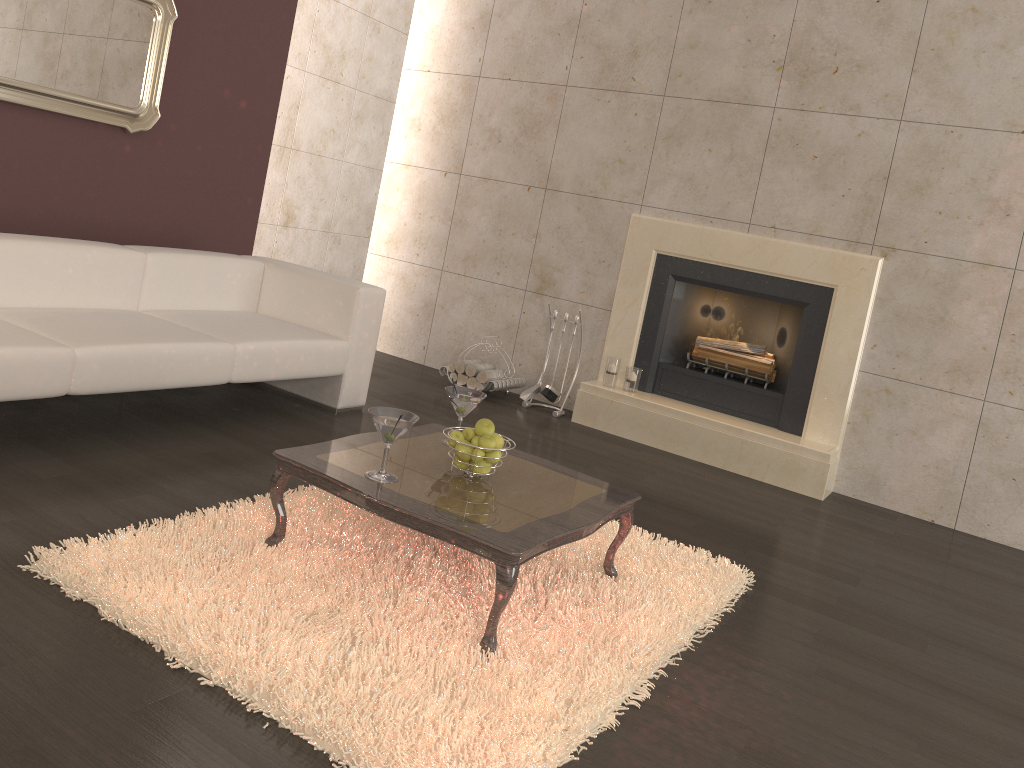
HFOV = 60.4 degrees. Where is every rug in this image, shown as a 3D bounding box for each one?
[{"bbox_3d":[-0.193,0.579,2.780,1.528,0.067,1.998,17,11,28],"label":"rug"}]

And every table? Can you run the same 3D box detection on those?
[{"bbox_3d":[-0.170,0.432,2.792,0.915,0.300,0.914,16,11,27],"label":"table"}]

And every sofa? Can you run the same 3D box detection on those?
[{"bbox_3d":[-1.772,-0.236,3.728,0.955,0.644,2.783,16,11,28],"label":"sofa"}]

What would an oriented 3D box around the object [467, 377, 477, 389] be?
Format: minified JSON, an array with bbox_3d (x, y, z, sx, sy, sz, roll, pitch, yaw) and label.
[{"bbox_3d":[-0.193,-0.013,5.714,0.080,0.076,0.252,15,10,28],"label":"object"}]

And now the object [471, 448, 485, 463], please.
[{"bbox_3d":[-0.105,0.220,2.703,0.044,0.045,0.045,14,7,20],"label":"object"}]

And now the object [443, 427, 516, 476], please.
[{"bbox_3d":[-0.113,0.227,2.771,0.232,0.118,0.238,9,9,-16],"label":"object"}]

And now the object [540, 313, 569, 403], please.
[{"bbox_3d":[0.289,-0.167,5.593,0.135,0.583,0.071,8,5,-37],"label":"object"}]

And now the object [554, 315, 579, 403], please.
[{"bbox_3d":[0.345,-0.156,5.530,0.027,0.560,0.106,13,4,21],"label":"object"}]

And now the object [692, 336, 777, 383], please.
[{"bbox_3d":[1.367,-0.172,5.398,0.520,0.210,0.220,16,9,29],"label":"object"}]

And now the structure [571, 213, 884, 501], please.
[{"bbox_3d":[1.286,-0.242,5.285,1.544,1.329,0.587,15,6,29],"label":"structure"}]

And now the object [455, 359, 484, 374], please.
[{"bbox_3d":[-0.275,-0.117,5.764,0.082,0.081,0.252,15,10,28],"label":"object"}]

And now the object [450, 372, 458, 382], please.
[{"bbox_3d":[-0.316,-0.054,5.784,0.057,0.057,0.252,15,10,28],"label":"object"}]

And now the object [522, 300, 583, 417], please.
[{"bbox_3d":[0.290,-0.167,5.600,0.266,0.692,0.216,14,5,29],"label":"object"}]

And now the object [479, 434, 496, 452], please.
[{"bbox_3d":[-0.075,0.182,2.703,0.054,0.051,0.053,15,8,29],"label":"object"}]

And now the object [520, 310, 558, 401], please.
[{"bbox_3d":[0.184,-0.185,5.618,0.124,0.598,0.117,10,4,-21],"label":"object"}]

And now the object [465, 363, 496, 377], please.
[{"bbox_3d":[-0.202,-0.091,5.723,0.080,0.076,0.252,15,10,28],"label":"object"}]

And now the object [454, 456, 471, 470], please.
[{"bbox_3d":[-0.155,0.244,2.772,0.055,0.054,0.054,17,9,40],"label":"object"}]

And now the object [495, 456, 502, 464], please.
[{"bbox_3d":[-0.059,0.230,2.798,0.052,0.047,0.051,14,8,23],"label":"object"}]

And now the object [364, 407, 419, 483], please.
[{"bbox_3d":[-0.361,0.168,2.576,0.153,0.215,0.151,14,6,21],"label":"object"}]

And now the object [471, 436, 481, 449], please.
[{"bbox_3d":[-0.105,0.184,2.738,0.045,0.043,0.046,11,7,0],"label":"object"}]

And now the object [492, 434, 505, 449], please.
[{"bbox_3d":[-0.052,0.188,2.774,0.057,0.061,0.063,11,7,-2],"label":"object"}]

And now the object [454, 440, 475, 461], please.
[{"bbox_3d":[-0.145,0.206,2.725,0.065,0.065,0.067,11,7,-4],"label":"object"}]

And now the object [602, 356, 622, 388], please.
[{"bbox_3d":[0.616,-0.074,5.450,0.098,0.182,0.100,10,5,-18],"label":"object"}]

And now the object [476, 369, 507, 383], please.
[{"bbox_3d":[-0.125,-0.052,5.684,0.081,0.078,0.262,15,10,28],"label":"object"}]

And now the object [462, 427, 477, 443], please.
[{"bbox_3d":[-0.134,0.162,2.787,0.051,0.049,0.045,18,9,43],"label":"object"}]

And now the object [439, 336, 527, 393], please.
[{"bbox_3d":[-0.171,-0.129,5.780,0.436,0.376,0.502,15,9,29],"label":"object"}]

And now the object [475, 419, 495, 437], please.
[{"bbox_3d":[-0.086,0.141,2.769,0.063,0.063,0.062,15,8,29],"label":"object"}]

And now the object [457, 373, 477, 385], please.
[{"bbox_3d":[-0.251,-0.034,5.765,0.084,0.073,0.276,15,10,28],"label":"object"}]

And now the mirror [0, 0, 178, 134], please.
[{"bbox_3d":[-2.356,-1.718,4.134,0.047,0.815,1.783,13,9,28],"label":"mirror"}]

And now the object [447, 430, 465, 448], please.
[{"bbox_3d":[-0.176,0.174,2.759,0.054,0.054,0.054,10,7,-9],"label":"object"}]

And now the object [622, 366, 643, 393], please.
[{"bbox_3d":[0.740,-0.028,5.428,0.109,0.147,0.107,15,7,33],"label":"object"}]

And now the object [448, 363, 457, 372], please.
[{"bbox_3d":[-0.330,-0.112,5.795,0.057,0.057,0.252,15,10,28],"label":"object"}]

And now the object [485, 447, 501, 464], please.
[{"bbox_3d":[-0.060,0.221,2.725,0.054,0.051,0.053,16,8,33],"label":"object"}]

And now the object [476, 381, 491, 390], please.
[{"bbox_3d":[-0.140,0.013,5.677,0.062,0.058,0.243,15,10,28],"label":"object"}]

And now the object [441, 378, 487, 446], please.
[{"bbox_3d":[-0.179,0.107,3.110,0.151,0.215,0.152,12,6,4],"label":"object"}]

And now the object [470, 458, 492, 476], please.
[{"bbox_3d":[-0.097,0.254,2.745,0.069,0.063,0.068,9,7,-16],"label":"object"}]
